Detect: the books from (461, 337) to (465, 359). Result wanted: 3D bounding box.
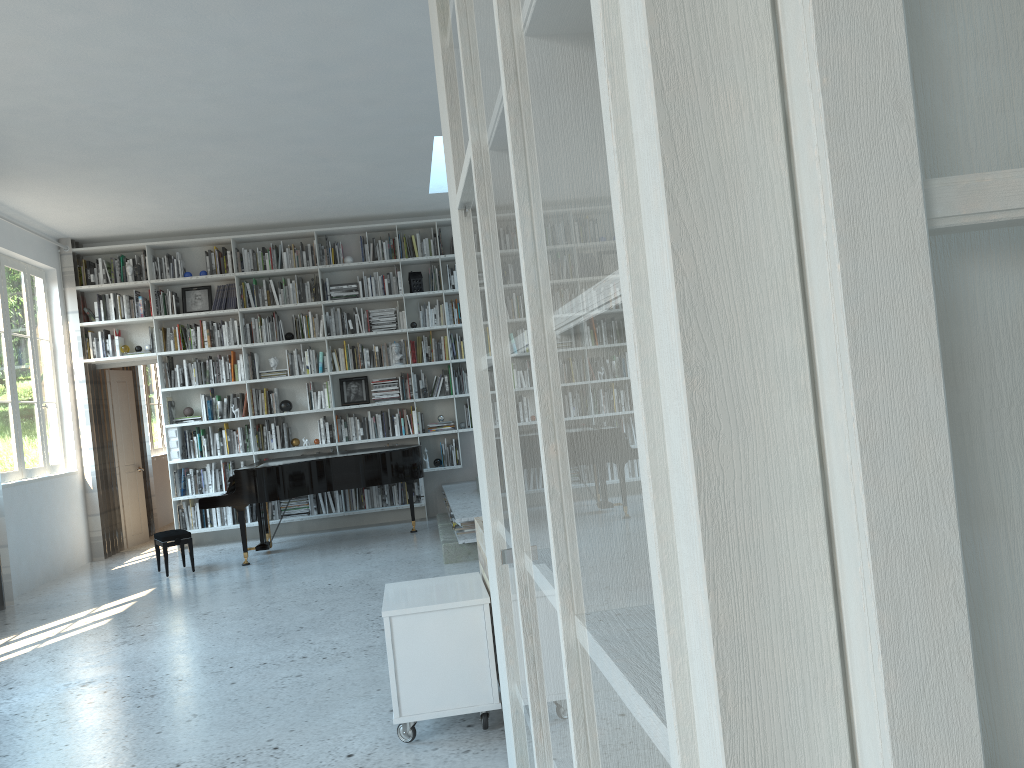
[{"bbox_3d":[-0.527,-0.380,9.504,0.008,0.242,0.169,-6,0,-7],"label":"books"}]

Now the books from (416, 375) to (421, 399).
[{"bbox_3d":[-0.997,0.033,9.449,0.028,0.253,0.142,-6,0,-7],"label":"books"}]

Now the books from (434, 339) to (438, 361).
[{"bbox_3d":[-0.808,-0.351,9.447,0.027,0.242,0.188,-6,0,-7],"label":"books"}]

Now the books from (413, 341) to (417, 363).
[{"bbox_3d":[-1.034,-0.330,9.465,0.013,0.247,0.176,-6,0,-7],"label":"books"}]

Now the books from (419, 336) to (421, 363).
[{"bbox_3d":[-0.978,-0.359,9.441,0.035,0.293,0.145,-6,0,-7],"label":"books"}]

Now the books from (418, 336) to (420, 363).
[{"bbox_3d":[-0.993,-0.357,9.454,0.035,0.293,0.145,-6,0,-7],"label":"books"}]

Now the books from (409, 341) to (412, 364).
[{"bbox_3d":[-1.080,-0.329,9.448,0.014,0.254,0.161,-6,0,-7],"label":"books"}]

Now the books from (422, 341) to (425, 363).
[{"bbox_3d":[-0.944,-0.332,9.450,0.015,0.232,0.180,-6,0,-7],"label":"books"}]

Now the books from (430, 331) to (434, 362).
[{"bbox_3d":[-0.857,-0.394,9.463,0.021,0.337,0.169,-6,0,-7],"label":"books"}]

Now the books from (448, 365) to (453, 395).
[{"bbox_3d":[-0.662,-0.039,9.476,0.014,0.325,0.183,-6,0,-7],"label":"books"}]

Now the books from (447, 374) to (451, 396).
[{"bbox_3d":[-0.674,0.012,9.477,0.021,0.226,0.148,-6,0,-7],"label":"books"}]

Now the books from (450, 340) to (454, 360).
[{"bbox_3d":[-0.645,-0.357,9.491,0.015,0.220,0.155,-6,0,-7],"label":"books"}]

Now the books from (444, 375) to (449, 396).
[{"bbox_3d":[-0.698,0.016,9.463,0.029,0.223,0.171,-6,0,-7],"label":"books"}]

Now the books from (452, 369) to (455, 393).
[{"bbox_3d":[-0.634,-0.028,9.499,0.014,0.298,0.148,-6,0,-7],"label":"books"}]

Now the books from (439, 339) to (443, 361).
[{"bbox_3d":[-0.762,-0.354,9.480,0.028,0.239,0.145,-6,0,-7],"label":"books"}]

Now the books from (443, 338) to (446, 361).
[{"bbox_3d":[-0.721,-0.363,9.495,0.019,0.248,0.149,-6,0,-7],"label":"books"}]

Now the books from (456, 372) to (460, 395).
[{"bbox_3d":[-0.583,-0.003,9.505,0.011,0.239,0.136,-6,0,-7],"label":"books"}]

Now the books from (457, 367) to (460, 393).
[{"bbox_3d":[-0.570,-0.033,9.493,0.018,0.295,0.177,-6,0,-7],"label":"books"}]

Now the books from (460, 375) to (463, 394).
[{"bbox_3d":[-0.545,0.010,9.501,0.013,0.204,0.154,-6,0,-7],"label":"books"}]

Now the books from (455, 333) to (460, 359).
[{"bbox_3d":[-0.581,-0.394,9.473,0.013,0.279,0.191,-6,0,-7],"label":"books"}]

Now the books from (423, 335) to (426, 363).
[{"bbox_3d":[-0.930,-0.365,9.449,0.019,0.294,0.163,-6,0,-7],"label":"books"}]

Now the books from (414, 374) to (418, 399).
[{"bbox_3d":[-1.024,0.030,9.449,0.024,0.263,0.154,-6,0,-7],"label":"books"}]

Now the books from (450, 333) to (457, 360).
[{"bbox_3d":[-0.627,-0.393,9.484,0.035,0.288,0.191,-6,0,-7],"label":"books"}]

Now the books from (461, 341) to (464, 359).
[{"bbox_3d":[-0.534,-0.355,9.476,0.017,0.192,0.191,-6,-1,-7],"label":"books"}]

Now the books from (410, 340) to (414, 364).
[{"bbox_3d":[-1.065,-0.331,9.451,0.015,0.255,0.150,-6,0,-7],"label":"books"}]

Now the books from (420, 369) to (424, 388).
[{"bbox_3d":[-0.952,0.001,9.449,0.013,0.307,0.141,-6,0,-7],"label":"books"}]

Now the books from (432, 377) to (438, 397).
[{"bbox_3d":[-0.827,0.039,9.451,0.089,0.210,0.176,-6,0,-7],"label":"books"}]

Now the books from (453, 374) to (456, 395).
[{"bbox_3d":[-0.616,0.006,9.488,0.012,0.226,0.147,-6,0,-7],"label":"books"}]

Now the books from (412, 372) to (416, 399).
[{"bbox_3d":[-1.043,0.021,9.447,0.012,0.285,0.159,-6,0,-7],"label":"books"}]

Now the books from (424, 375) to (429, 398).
[{"bbox_3d":[-0.915,0.026,9.463,0.035,0.248,0.141,-6,0,-7],"label":"books"}]

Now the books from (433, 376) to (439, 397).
[{"bbox_3d":[-0.815,0.030,9.473,0.095,0.226,0.144,-6,0,-7],"label":"books"}]

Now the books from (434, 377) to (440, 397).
[{"bbox_3d":[-0.803,0.036,9.470,0.090,0.212,0.143,-6,0,-7],"label":"books"}]

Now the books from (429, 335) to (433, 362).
[{"bbox_3d":[-0.865,-0.371,9.443,0.019,0.293,0.182,-6,0,-7],"label":"books"}]

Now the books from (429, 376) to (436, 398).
[{"bbox_3d":[-0.845,0.031,9.444,0.095,0.228,0.190,-6,0,-7],"label":"books"}]

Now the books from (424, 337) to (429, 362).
[{"bbox_3d":[-0.912,-0.358,9.475,0.035,0.278,0.139,-6,0,-7],"label":"books"}]

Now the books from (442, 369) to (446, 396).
[{"bbox_3d":[-0.724,-0.012,9.481,0.013,0.286,0.138,-6,0,-7],"label":"books"}]

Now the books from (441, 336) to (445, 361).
[{"bbox_3d":[-0.739,-0.370,9.478,0.032,0.266,0.143,-6,0,-7],"label":"books"}]

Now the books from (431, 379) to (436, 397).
[{"bbox_3d":[-0.838,0.034,9.464,0.088,0.220,0.138,-6,0,-7],"label":"books"}]

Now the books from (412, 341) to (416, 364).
[{"bbox_3d":[-1.048,-0.327,9.452,0.014,0.244,0.145,-6,0,-7],"label":"books"}]

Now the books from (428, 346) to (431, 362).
[{"bbox_3d":[-0.883,-0.312,9.480,0.030,0.181,0.131,-6,0,-7],"label":"books"}]

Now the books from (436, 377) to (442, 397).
[{"bbox_3d":[-0.785,0.032,9.480,0.090,0.215,0.139,-6,0,-7],"label":"books"}]

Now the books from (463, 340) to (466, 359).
[{"bbox_3d":[-0.515,-0.365,9.505,0.014,0.209,0.156,-6,0,-7],"label":"books"}]

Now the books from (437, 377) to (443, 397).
[{"bbox_3d":[-0.770,0.036,9.470,0.091,0.205,0.169,-6,0,-7],"label":"books"}]

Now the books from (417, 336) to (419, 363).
[{"bbox_3d":[-1.004,-0.356,9.442,0.035,0.293,0.145,-6,0,-7],"label":"books"}]

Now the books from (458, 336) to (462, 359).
[{"bbox_3d":[-0.556,-0.384,9.505,0.013,0.256,0.144,-6,0,-7],"label":"books"}]

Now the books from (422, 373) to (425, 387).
[{"bbox_3d":[-0.939,0.020,9.460,0.012,0.266,0.157,-6,0,-7],"label":"books"}]

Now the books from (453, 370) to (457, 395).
[{"bbox_3d":[-0.607,-0.015,9.483,0.010,0.266,0.158,-6,0,-7],"label":"books"}]

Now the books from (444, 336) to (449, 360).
[{"bbox_3d":[-0.703,-0.375,9.494,0.033,0.268,0.142,-6,0,-7],"label":"books"}]

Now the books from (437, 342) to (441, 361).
[{"bbox_3d":[-0.783,-0.335,9.458,0.034,0.204,0.181,-6,0,-7],"label":"books"}]

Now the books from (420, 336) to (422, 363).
[{"bbox_3d":[-0.968,-0.360,9.457,0.035,0.293,0.145,-6,0,-7],"label":"books"}]

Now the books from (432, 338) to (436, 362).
[{"bbox_3d":[-0.835,-0.353,9.469,0.033,0.253,0.174,-6,0,-7],"label":"books"}]

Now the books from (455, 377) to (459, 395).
[{"bbox_3d":[-0.592,0.023,9.494,0.015,0.188,0.168,-6,0,-7],"label":"books"}]

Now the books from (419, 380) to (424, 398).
[{"bbox_3d":[-0.965,0.059,9.432,0.027,0.192,0.182,-6,0,-7],"label":"books"}]

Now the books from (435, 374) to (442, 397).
[{"bbox_3d":[-0.789,0.020,9.470,0.094,0.238,0.149,-6,0,-7],"label":"books"}]

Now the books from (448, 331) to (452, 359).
[{"bbox_3d":[-0.659,-0.405,9.476,0.006,0.318,0.164,-6,0,-7],"label":"books"}]

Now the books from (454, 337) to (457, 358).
[{"bbox_3d":[-0.606,-0.373,9.505,0.007,0.244,0.145,-6,0,-7],"label":"books"}]

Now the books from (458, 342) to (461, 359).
[{"bbox_3d":[-0.566,-0.351,9.498,0.014,0.192,0.147,-6,0,-7],"label":"books"}]

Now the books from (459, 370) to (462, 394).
[{"bbox_3d":[-0.557,-0.028,9.493,0.006,0.281,0.155,-6,0,-7],"label":"books"}]
